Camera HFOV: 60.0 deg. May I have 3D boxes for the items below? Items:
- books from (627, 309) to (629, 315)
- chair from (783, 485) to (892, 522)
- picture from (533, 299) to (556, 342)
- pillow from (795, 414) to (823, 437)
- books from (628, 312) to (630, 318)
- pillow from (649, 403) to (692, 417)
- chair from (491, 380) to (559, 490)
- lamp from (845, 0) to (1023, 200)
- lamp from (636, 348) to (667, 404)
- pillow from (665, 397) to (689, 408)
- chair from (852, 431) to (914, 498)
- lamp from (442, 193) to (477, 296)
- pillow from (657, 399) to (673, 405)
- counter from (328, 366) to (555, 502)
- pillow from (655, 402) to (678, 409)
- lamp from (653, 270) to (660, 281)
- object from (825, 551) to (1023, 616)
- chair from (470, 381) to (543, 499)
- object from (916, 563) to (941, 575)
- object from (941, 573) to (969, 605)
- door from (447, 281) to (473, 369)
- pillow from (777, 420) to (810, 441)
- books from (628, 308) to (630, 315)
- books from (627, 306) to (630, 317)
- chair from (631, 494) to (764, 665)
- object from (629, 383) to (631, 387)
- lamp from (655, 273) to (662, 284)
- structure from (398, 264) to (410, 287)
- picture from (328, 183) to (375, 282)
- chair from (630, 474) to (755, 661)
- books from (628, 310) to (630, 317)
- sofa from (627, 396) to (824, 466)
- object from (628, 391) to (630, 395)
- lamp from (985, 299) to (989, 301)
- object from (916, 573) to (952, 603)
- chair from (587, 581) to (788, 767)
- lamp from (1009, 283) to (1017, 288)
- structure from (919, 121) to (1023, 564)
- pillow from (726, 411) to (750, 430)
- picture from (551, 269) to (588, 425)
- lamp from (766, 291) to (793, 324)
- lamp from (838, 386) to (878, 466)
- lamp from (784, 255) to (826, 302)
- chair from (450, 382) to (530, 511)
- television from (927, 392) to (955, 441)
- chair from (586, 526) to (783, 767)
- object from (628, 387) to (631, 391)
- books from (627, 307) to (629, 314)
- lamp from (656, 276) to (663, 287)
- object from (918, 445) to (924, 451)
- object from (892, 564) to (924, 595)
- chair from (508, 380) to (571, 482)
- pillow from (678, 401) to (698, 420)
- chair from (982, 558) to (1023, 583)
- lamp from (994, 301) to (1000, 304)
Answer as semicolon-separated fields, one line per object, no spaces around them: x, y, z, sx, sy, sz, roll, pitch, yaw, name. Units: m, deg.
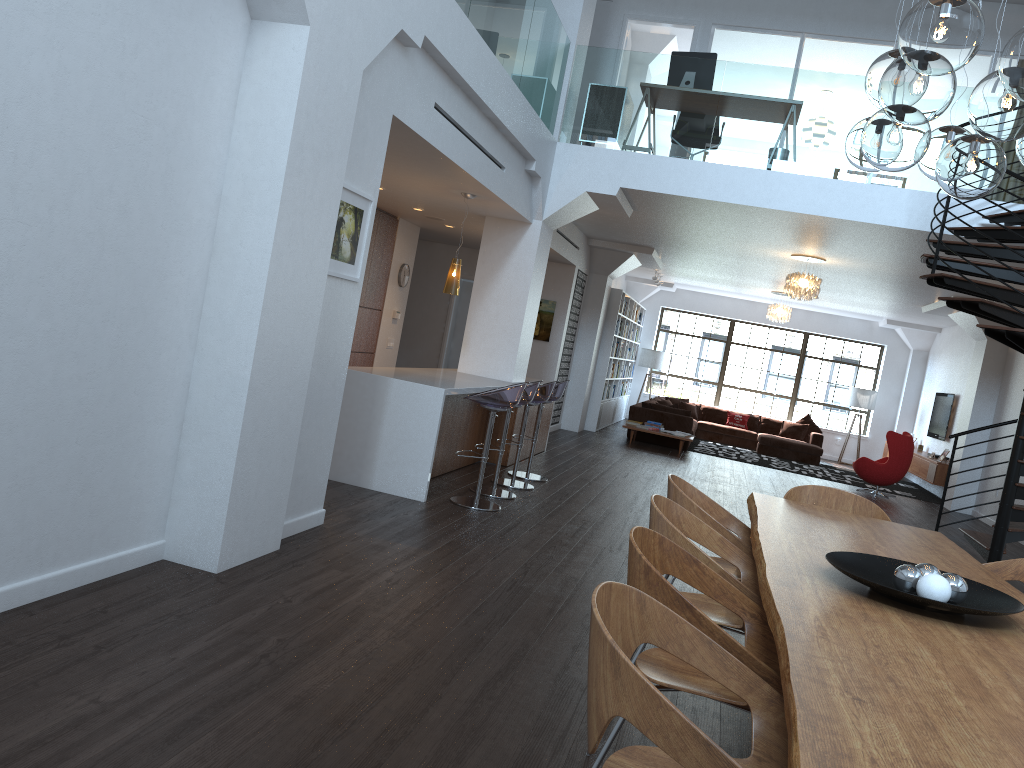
2.071;-1.342;16.352;0.140;0.231;0.042;11;3;13;books
1.691;1.000;4.744;0.629;0.833;0.618;11;3;8;chair
0.379;-0.954;13.050;0.450;0.600;0.030;11;3;13;picture
5.820;0.872;17.664;0.651;0.587;0.335;10;3;-8;pillow
2.148;-1.315;16.669;0.109;0.171;0.018;11;3;13;books
2.647;0.551;14.924;0.750;0.364;0.289;11;3;12;pillow
0.097;0.420;8.077;0.481;1.014;0.530;11;3;11;chair
1.830;-1.740;3.026;0.849;2.140;1.787;11;3;12;lamp
2.918;0.046;19.160;0.545;1.579;0.545;11;3;2;lamp
3.407;0.477;18.148;0.580;0.418;0.334;10;3;-14;pillow
5.608;1.165;13.416;0.801;1.006;0.798;13;4;38;chair
0.674;-1.539;8.731;2.842;1.807;0.149;8;4;-37;lamp
2.909;0.486;16.603;0.325;0.391;0.625;12;4;29;pillow
0.025;0.541;7.122;3.039;0.860;8.182;10;3;-16;counter
2.681;0.499;15.189;0.269;0.411;0.559;9;4;-31;pillow
2.634;-1.990;16.280;0.120;0.211;0.111;8;4;-43;lamp
1.310;0.661;2.856;0.592;0.066;0.592;9;4;-29;object
-0.068;0.423;7.462;0.481;1.014;0.530;11;3;11;chair
1.360;0.639;2.913;0.100;0.100;0.100;9;4;-32;object
1.394;0.650;2.818;0.100;0.100;0.100;9;4;-32;object
-0.979;-0.652;14.232;0.826;2.032;0.174;11;3;13;door
5.570;0.915;17.555;0.542;0.362;0.248;13;4;34;pillow
2.102;-1.324;16.487;0.139;0.191;0.036;11;3;13;books
2.077;-1.342;16.401;0.158;0.226;0.052;11;3;13;books
0.740;0.897;3.396;0.618;0.833;0.629;11;3;13;chair
2.373;-0.009;18.970;0.316;0.088;0.410;11;3;13;object
2.753;-1.995;16.772;0.120;0.211;0.111;9;4;-28;lamp
-1.380;-1.385;11.326;0.040;0.300;0.300;11;3;13;structure
-0.919;-0.844;4.984;0.018;0.500;0.500;11;3;13;picture
0.939;0.892;4.151;0.618;0.833;0.629;11;3;11;chair
2.125;-1.318;16.579;0.128;0.178;0.022;11;3;13;books
4.057;0.880;16.390;3.481;0.664;4.197;11;3;13;sofa
2.348;0.165;18.978;0.331;0.088;0.410;11;3;13;object
5.996;-1.074;11.191;0.120;0.211;0.111;8;4;-43;lamp
1.312;0.640;2.759;0.100;0.100;0.100;9;4;-32;object
0.381;0.913;1.907;0.618;0.833;0.629;11;3;13;chair
5.755;-1.064;10.195;0.120;0.211;0.111;10;3;-13;lamp
4.221;-0.444;7.016;1.998;4.352;1.998;9;3;-26;structure
4.558;0.740;17.919;0.465;0.308;0.220;11;3;9;pillow
0.869;-0.541;13.605;0.021;2.380;0.800;11;3;13;picture
4.894;-1.385;16.185;0.442;0.539;0.441;8;4;-34;lamp
7.011;0.875;18.077;0.545;1.579;0.545;12;3;24;lamp
3.710;-1.333;11.265;0.442;0.539;0.441;8;4;-34;lamp
-0.190;0.435;6.841;0.481;1.014;0.530;11;3;15;chair
7.531;0.561;15.593;0.013;0.816;1.324;11;3;13;television
0.561;0.905;2.654;0.618;0.833;0.629;11;3;13;chair
2.364;0.078;18.973;0.331;0.088;0.410;11;3;13;object
2.052;-1.326;16.269;0.146;0.202;0.027;11;3;13;books
2.875;-2.000;17.276;0.120;0.211;0.111;10;3;-13;lamp
7.549;1.181;16.381;0.089;0.110;0.089;9;4;-32;object
1.278;0.632;2.856;0.100;0.100;0.100;9;4;-32;object
0.244;0.413;8.690;0.481;1.014;0.530;11;3;15;chair
3.564;0.532;18.011;0.489;0.337;0.238;10;3;-17;pillow
2.069;1.118;3.875;0.617;0.830;0.629;11;3;13;chair
5.877;-1.069;10.699;0.120;0.211;0.111;9;4;-28;lamp
